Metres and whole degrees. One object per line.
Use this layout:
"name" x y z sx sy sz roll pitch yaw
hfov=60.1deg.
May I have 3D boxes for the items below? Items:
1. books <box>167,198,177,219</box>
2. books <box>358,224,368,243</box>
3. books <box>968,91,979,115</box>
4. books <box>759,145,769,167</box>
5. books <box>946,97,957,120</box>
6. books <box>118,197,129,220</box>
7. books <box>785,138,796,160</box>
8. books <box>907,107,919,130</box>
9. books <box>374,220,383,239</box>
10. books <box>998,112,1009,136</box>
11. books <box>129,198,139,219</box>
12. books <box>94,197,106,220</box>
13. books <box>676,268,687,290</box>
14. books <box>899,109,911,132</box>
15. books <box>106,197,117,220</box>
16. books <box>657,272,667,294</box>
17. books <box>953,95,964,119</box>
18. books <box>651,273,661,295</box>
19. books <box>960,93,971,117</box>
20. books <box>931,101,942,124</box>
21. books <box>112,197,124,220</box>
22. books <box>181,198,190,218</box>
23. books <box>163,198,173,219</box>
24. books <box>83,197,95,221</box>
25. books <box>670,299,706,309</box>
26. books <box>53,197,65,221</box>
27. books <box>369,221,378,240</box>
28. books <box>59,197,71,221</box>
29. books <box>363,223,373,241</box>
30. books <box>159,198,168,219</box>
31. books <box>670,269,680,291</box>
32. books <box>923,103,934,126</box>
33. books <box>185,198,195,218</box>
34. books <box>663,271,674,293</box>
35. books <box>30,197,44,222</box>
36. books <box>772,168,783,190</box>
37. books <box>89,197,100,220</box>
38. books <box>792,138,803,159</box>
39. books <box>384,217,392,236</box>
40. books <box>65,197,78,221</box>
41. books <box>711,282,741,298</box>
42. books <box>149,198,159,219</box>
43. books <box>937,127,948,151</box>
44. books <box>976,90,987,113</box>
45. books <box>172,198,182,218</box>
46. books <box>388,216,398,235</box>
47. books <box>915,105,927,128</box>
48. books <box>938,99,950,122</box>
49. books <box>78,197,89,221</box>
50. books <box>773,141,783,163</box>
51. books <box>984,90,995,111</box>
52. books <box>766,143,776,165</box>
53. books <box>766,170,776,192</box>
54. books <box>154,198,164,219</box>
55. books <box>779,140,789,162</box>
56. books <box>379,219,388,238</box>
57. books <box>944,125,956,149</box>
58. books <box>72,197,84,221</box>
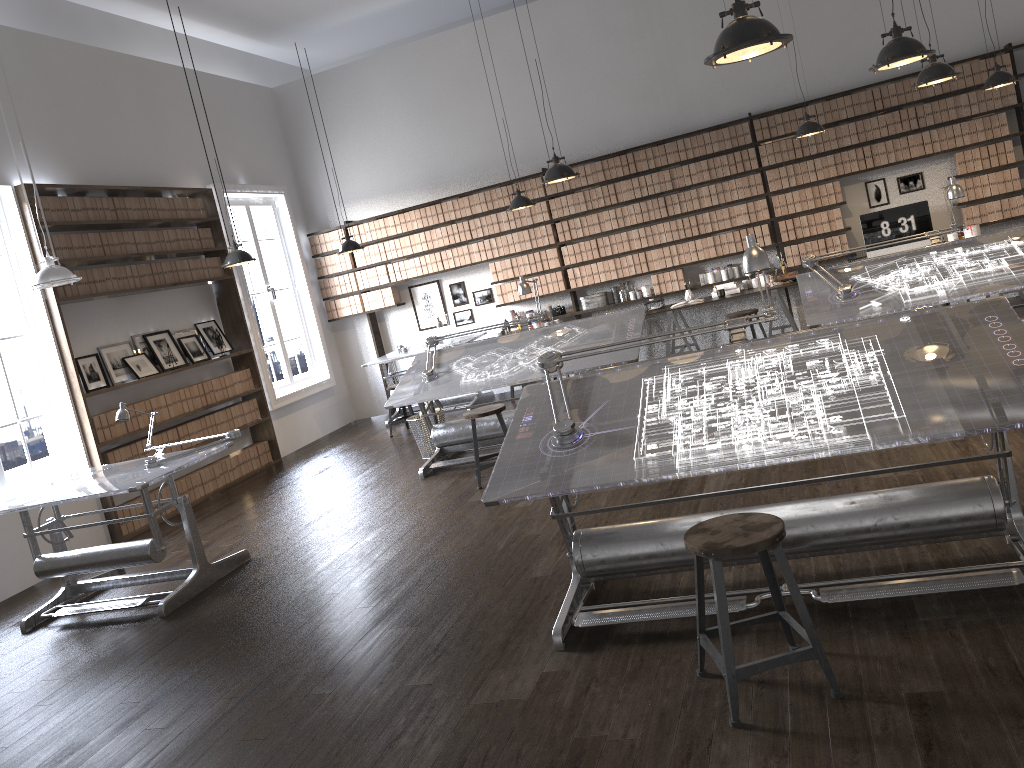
"books" -3.461 -1.729 8.856 0.174 0.225 0.067 -11 5 18
"books" -1.794 -1.850 10.874 0.066 0.225 0.176 -12 6 19
"books" 4.574 -2.780 8.802 0.066 0.225 0.176 -12 6 19
"books" 2.683 -2.421 9.430 0.066 0.225 0.176 -12 6 19
"books" 4.385 -2.744 8.863 0.066 0.225 0.176 -12 6 19
"books" -3.661 -1.594 8.193 0.174 0.224 0.067 -11 5 18
"books" 2.939 -2.470 9.349 0.066 0.224 0.176 -12 6 18
"books" 4.054 -2.681 8.974 0.066 0.225 0.176 -12 6 18
"books" -1.596 -1.887 10.807 0.066 0.225 0.176 -12 6 18
"books" 4.843 -2.560 8.755 0.066 0.225 0.176 -12 6 19
"books" -3.619 -1.621 8.323 0.174 0.225 0.067 -11 5 18
"books" -3.743 -1.538 7.917 0.174 0.225 0.067 -11 5 18
"books" 1.890 -1.170 9.864 0.066 0.225 0.176 -12 6 18
"books" 3.987 -2.669 9.002 0.066 0.224 0.176 -12 6 19
"books" -3.704 -1.565 8.051 0.174 0.225 0.067 -11 5 18
"books" 1.692 -1.132 9.929 0.066 0.225 0.176 -12 6 19
"books" 4.449 -2.757 8.847 0.066 0.224 0.176 -12 6 18
"books" 1.628 -1.119 9.944 0.066 0.225 0.176 -12 6 18
"books" 4.507 -2.767 8.826 0.066 0.224 0.176 -12 6 18
"books" 4.258 -2.721 8.912 0.066 0.225 0.176 -12 6 18
"books" -3.677 -1.581 8.121 0.174 0.225 0.067 -11 5 18
"books" -3.402 -1.769 9.051 0.174 0.224 0.067 -11 5 18
"books" -3.483 -1.716 8.790 0.174 0.225 0.067 -11 5 18
"books" -3.777 -1.513 7.784 0.174 0.225 0.067 -11 5 18
"books" 1.863 -0.859 9.387 0.353 0.029 0.258 -11 8 18
"books" -3.881 -1.445 7.461 0.174 0.225 0.067 -11 5 18
"books" -1.662 -1.875 10.829 0.066 0.225 0.176 -12 6 18
"books" -3.859 -1.459 7.527 0.174 0.225 0.067 -11 5 18
"books" -1.729 -1.862 10.847 0.066 0.225 0.176 -12 6 19
"books" -3.499 -1.703 8.723 0.174 0.225 0.067 -11 5 18
"books" 1.823 -1.157 9.881 0.066 0.225 0.176 -12 6 18
"books" 4.191 -2.707 8.930 0.066 0.225 0.176 -12 6 19
"books" -3.379 -1.783 9.113 0.174 0.225 0.067 -11 5 18
"books" 1.758 -1.145 9.907 0.066 0.225 0.176 -12 6 19
"books" -3.935 -1.405 7.256 0.174 0.225 0.067 -11 5 18
"books" 2.823 -2.175 9.422 0.066 0.225 0.176 -12 6 19
"books" -3.764 -1.524 7.849 0.174 0.225 0.067 -11 5 18
"books" 3.006 -2.482 9.321 0.066 0.225 0.176 -12 6 19
"books" -1.471 -1.911 10.765 0.066 0.224 0.176 -12 6 18
"books" -3.836 -1.473 7.592 0.174 0.225 0.067 -11 5 18
"books" 2.270 -1.017 9.428 0.293 0.147 0.388 -11 7 18
"books" -3.537 -1.675 8.585 0.174 0.225 0.067 -11 5 18
"books" 4.331 -2.463 8.930 0.066 0.225 0.176 -12 6 18
"books" 4.640 -2.793 8.784 0.066 0.225 0.176 -12 6 18
"books" -3.437 -1.744 8.921 0.174 0.225 0.067 -11 5 18
"books" -1.413 -1.922 10.744 0.066 0.224 0.176 -12 6 18
"books" 4.126 -2.696 8.956 0.066 0.225 0.176 -12 6 19
"books" 4.324 -2.733 8.890 0.066 0.225 0.176 -12 6 18
"books" -3.801 -1.499 7.722 0.174 0.224 0.067 -11 5 18
"books" 2.817 -2.446 9.382 0.066 0.225 0.176 -12 6 18
"books" 4.706 -2.806 8.764 0.066 0.225 0.176 -12 6 18
"books" 2.750 -2.433 9.405 0.066 0.225 0.176 -12 6 19
"books" 2.765 -2.165 9.445 0.066 0.224 0.176 -12 6 18
"books" -3.516 -1.689 8.653 0.174 0.225 0.067 -11 5 18
"books" 2.877 -2.458 9.367 0.066 0.224 0.176 -12 6 19
"books" -1.535 -1.898 10.781 0.066 0.225 0.176 -12 6 19
"books" 4.395 -2.475 8.907 0.066 0.225 0.176 -12 6 18
"books" -3.817 -1.487 7.662 0.174 0.224 0.067 -11 5 18
